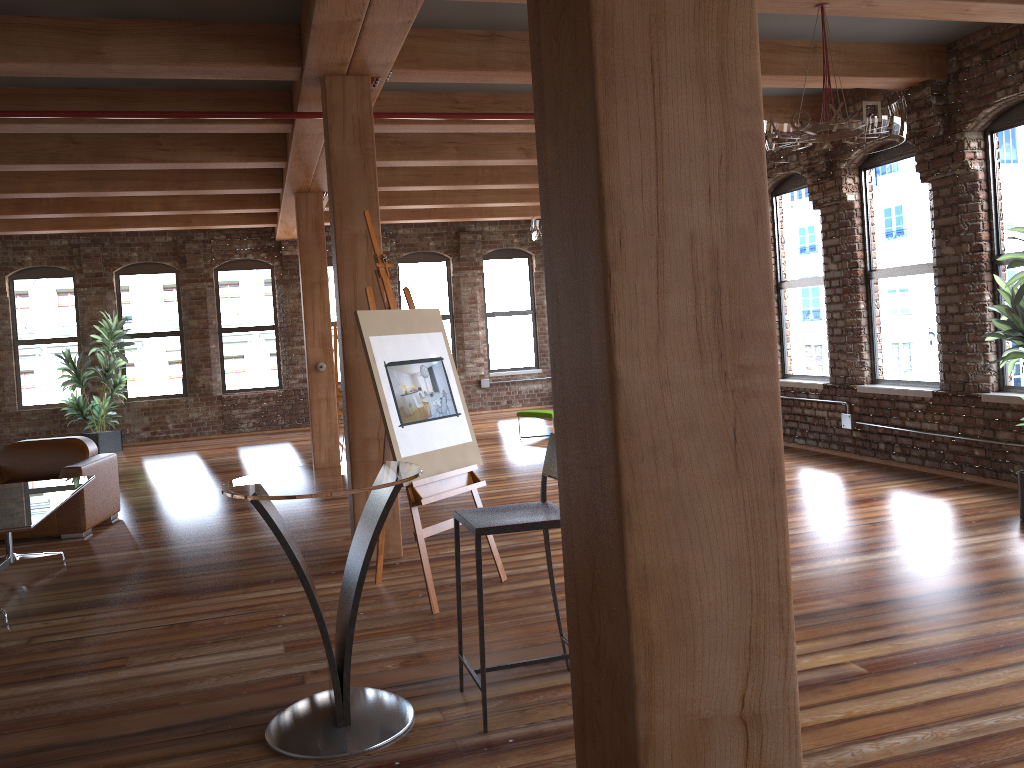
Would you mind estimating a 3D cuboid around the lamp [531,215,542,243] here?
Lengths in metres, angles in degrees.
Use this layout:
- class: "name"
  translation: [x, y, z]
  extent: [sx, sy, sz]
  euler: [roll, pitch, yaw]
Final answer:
- class: "lamp"
  translation: [0.580, -1.912, 9.187]
  extent: [0.809, 0.814, 0.811]
  euler: [-3, 2, 20]

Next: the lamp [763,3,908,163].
- class: "lamp"
  translation: [1.778, -1.735, 5.007]
  extent: [0.809, 0.814, 0.811]
  euler: [-3, 2, 27]

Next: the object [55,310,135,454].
- class: "object"
  translation: [-6.155, -0.035, 13.077]
  extent: [1.082, 2.102, 0.966]
  euler: [-5, 2, -38]

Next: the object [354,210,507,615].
- class: "object"
  translation: [-0.551, 0.076, 4.923]
  extent: [0.684, 2.139, 0.703]
  euler: [-3, 1, 34]

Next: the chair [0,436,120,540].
- class: "chair"
  translation: [-3.926, 0.855, 7.288]
  extent: [1.064, 0.735, 0.831]
  euler: [-4, 2, -6]

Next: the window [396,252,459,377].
- class: "window"
  translation: [-1.458, -1.157, 15.182]
  extent: [0.969, 2.217, 0.218]
  euler: [-4, 1, -16]

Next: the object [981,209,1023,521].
- class: "object"
  translation: [3.438, -0.198, 5.489]
  extent: [0.967, 2.102, 1.081]
  euler: [-4, 1, -3]

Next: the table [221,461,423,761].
- class: "table"
  translation: [-0.659, 0.800, 3.255]
  extent: [0.721, 0.923, 0.723]
  euler: [-3, 2, 9]

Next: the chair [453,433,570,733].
- class: "chair"
  translation: [0.040, 0.713, 3.363]
  extent: [0.467, 0.981, 0.430]
  euler: [-4, 1, -16]

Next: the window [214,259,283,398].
- class: "window"
  translation: [-4.274, -0.919, 14.373]
  extent: [0.969, 2.226, 0.221]
  euler: [-4, 1, -16]

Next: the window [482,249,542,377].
- class: "window"
  translation: [-0.032, -1.275, 15.591]
  extent: [0.969, 2.217, 0.218]
  euler: [-4, 1, -16]

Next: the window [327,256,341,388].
- class: "window"
  translation: [-2.869, -1.035, 14.776]
  extent: [0.969, 2.226, 0.221]
  euler: [-4, 1, -16]

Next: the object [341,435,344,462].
- class: "object"
  translation: [-1.689, -0.168, 10.130]
  extent: [0.685, 2.139, 0.662]
  euler: [-4, 1, -6]

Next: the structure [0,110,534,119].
- class: "structure"
  translation: [-2.752, -1.846, 5.961]
  extent: [6.814, 0.112, 0.051]
  euler: [-5, 2, -16]

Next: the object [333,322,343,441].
- class: "object"
  translation: [-2.360, -0.294, 12.906]
  extent: [0.662, 2.139, 0.684]
  euler: [-4, 1, -21]

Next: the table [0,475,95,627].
- class: "table"
  translation: [-3.174, 1.011, 5.353]
  extent: [0.940, 0.559, 1.872]
  euler: [-5, 3, -16]

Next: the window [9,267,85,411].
- class: "window"
  translation: [-7.136, -0.716, 13.622]
  extent: [0.969, 2.168, 0.086]
  euler: [-4, 1, -16]

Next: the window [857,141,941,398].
- class: "window"
  translation: [3.363, -1.020, 7.755]
  extent: [0.232, 2.213, 0.968]
  euler: [-4, 1, -16]

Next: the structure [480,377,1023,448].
- class: "structure"
  translation: [2.854, 0.221, 9.335]
  extent: [1.635, 0.313, 13.710]
  euler: [-5, 4, -23]

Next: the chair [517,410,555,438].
- class: "chair"
  translation: [0.630, 0.269, 11.537]
  extent: [0.958, 0.795, 0.680]
  euler: [-6, 3, -41]

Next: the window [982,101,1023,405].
- class: "window"
  translation: [3.769, -0.960, 6.345]
  extent: [0.235, 2.213, 0.968]
  euler: [-4, 1, -16]

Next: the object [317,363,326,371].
- class: "object"
  translation: [-2.111, -0.190, 9.810]
  extent: [0.096, 0.095, 0.061]
  euler: [-4, 2, -16]

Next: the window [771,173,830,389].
- class: "window"
  translation: [2.961, -1.080, 9.167]
  extent: [0.236, 2.213, 0.968]
  euler: [-4, 1, -16]

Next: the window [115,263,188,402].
- class: "window"
  translation: [-5.704, -0.834, 14.033]
  extent: [0.969, 2.168, 0.086]
  euler: [-4, 1, -16]
